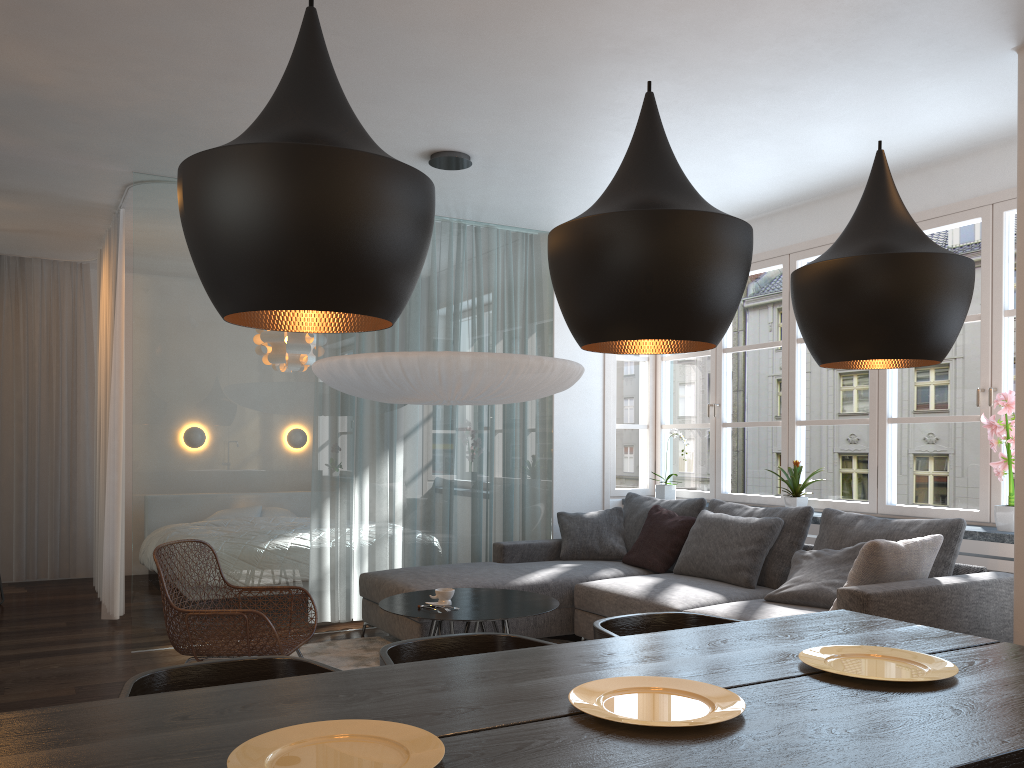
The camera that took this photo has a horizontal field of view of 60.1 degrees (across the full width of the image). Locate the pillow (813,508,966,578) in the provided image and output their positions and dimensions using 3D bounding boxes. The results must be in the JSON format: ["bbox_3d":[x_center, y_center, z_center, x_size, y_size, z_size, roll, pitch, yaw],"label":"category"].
[{"bbox_3d":[1.824,0.885,4.433,0.275,0.476,0.837,1,-3,-29],"label":"pillow"}]

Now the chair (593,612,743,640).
[{"bbox_3d":[0.507,1.063,2.630,0.593,0.671,0.520,1,-2,-30],"label":"chair"}]

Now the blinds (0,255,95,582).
[{"bbox_3d":[-4.398,0.280,7.302,1.808,2.734,0.153,1,0,-27],"label":"blinds"}]

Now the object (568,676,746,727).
[{"bbox_3d":[0.293,0.650,1.805,0.356,0.016,0.356,-3,-5,42],"label":"object"}]

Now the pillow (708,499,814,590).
[{"bbox_3d":[1.389,0.937,5.237,0.277,0.474,0.840,1,-3,-29],"label":"pillow"}]

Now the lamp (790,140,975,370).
[{"bbox_3d":[0.888,-0.317,2.137,0.411,0.541,0.411,0,-1,4],"label":"lamp"}]

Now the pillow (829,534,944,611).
[{"bbox_3d":[1.620,0.861,3.855,0.494,0.414,0.286,2,-2,-30],"label":"pillow"}]

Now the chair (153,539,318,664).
[{"bbox_3d":[-1.395,1.150,4.436,0.685,0.709,0.719,0,-2,3],"label":"chair"}]

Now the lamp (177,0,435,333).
[{"bbox_3d":[-0.332,-0.371,1.458,0.411,0.541,0.411,0,-1,18],"label":"lamp"}]

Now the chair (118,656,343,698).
[{"bbox_3d":[-0.623,1.012,1.995,0.593,0.671,0.520,1,-2,-31],"label":"chair"}]

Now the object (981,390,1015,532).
[{"bbox_3d":[2.423,0.375,4.331,0.201,0.690,0.297,0,0,40],"label":"object"}]

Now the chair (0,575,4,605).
[{"bbox_3d":[-4.157,1.270,6.634,0.562,0.774,0.501,-1,-1,41],"label":"chair"}]

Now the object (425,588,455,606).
[{"bbox_3d":[-0.335,0.990,4.100,0.139,0.069,0.091,1,-3,-17],"label":"object"}]

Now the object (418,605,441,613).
[{"bbox_3d":[-0.370,1.006,3.957,0.015,0.015,0.168,2,-4,-42],"label":"object"}]

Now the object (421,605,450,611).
[{"bbox_3d":[-0.346,1.008,3.992,0.164,0.016,0.025,-3,-4,36],"label":"object"}]

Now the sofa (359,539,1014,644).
[{"bbox_3d":[0.648,1.215,4.767,2.041,0.671,3.072,2,-4,-29],"label":"sofa"}]

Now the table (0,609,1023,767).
[{"bbox_3d":[0.258,1.000,1.831,2.502,0.678,1.108,2,-4,-29],"label":"table"}]

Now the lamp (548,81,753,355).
[{"bbox_3d":[0.278,-0.344,1.797,0.411,0.541,0.411,-1,-2,37],"label":"lamp"}]

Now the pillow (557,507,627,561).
[{"bbox_3d":[0.547,1.033,6.110,0.515,0.359,0.347,0,-2,10],"label":"pillow"}]

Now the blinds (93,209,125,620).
[{"bbox_3d":[-3.024,0.245,6.626,0.154,2.733,1.809,0,-1,-27],"label":"blinds"}]

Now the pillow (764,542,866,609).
[{"bbox_3d":[1.555,0.941,4.422,0.492,0.321,0.444,-2,-4,43],"label":"pillow"}]

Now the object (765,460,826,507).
[{"bbox_3d":[1.775,0.632,5.471,0.376,0.328,0.323,-1,-2,36],"label":"object"}]

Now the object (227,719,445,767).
[{"bbox_3d":[-0.290,0.624,1.480,0.356,0.016,0.356,2,-4,-26],"label":"object"}]

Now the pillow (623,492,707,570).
[{"bbox_3d":[0.957,0.990,5.992,0.275,0.477,0.837,1,-3,-29],"label":"pillow"}]

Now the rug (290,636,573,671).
[{"bbox_3d":[-0.350,1.501,4.239,2.839,0.012,2.841,-3,-5,41],"label":"rug"}]

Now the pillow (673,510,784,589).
[{"bbox_3d":[1.258,0.958,5.180,0.292,0.397,0.668,1,-3,-29],"label":"pillow"}]

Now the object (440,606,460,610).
[{"bbox_3d":[-0.292,1.013,4.012,0.124,0.010,0.026,-2,-4,27],"label":"object"}]

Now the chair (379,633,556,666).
[{"bbox_3d":[-0.087,1.036,2.293,0.593,0.671,0.520,1,-2,-28],"label":"chair"}]

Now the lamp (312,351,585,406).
[{"bbox_3d":[-0.341,0.001,4.835,1.469,0.210,1.474,0,-4,8],"label":"lamp"}]

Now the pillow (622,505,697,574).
[{"bbox_3d":[0.944,0.993,5.693,0.311,0.403,0.522,1,-2,-27],"label":"pillow"}]

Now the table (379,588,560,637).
[{"bbox_3d":[-0.201,1.266,4.171,0.847,0.472,0.848,2,-3,-27],"label":"table"}]

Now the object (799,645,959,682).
[{"bbox_3d":[0.877,0.676,2.129,0.356,0.016,0.356,2,-4,-26],"label":"object"}]
